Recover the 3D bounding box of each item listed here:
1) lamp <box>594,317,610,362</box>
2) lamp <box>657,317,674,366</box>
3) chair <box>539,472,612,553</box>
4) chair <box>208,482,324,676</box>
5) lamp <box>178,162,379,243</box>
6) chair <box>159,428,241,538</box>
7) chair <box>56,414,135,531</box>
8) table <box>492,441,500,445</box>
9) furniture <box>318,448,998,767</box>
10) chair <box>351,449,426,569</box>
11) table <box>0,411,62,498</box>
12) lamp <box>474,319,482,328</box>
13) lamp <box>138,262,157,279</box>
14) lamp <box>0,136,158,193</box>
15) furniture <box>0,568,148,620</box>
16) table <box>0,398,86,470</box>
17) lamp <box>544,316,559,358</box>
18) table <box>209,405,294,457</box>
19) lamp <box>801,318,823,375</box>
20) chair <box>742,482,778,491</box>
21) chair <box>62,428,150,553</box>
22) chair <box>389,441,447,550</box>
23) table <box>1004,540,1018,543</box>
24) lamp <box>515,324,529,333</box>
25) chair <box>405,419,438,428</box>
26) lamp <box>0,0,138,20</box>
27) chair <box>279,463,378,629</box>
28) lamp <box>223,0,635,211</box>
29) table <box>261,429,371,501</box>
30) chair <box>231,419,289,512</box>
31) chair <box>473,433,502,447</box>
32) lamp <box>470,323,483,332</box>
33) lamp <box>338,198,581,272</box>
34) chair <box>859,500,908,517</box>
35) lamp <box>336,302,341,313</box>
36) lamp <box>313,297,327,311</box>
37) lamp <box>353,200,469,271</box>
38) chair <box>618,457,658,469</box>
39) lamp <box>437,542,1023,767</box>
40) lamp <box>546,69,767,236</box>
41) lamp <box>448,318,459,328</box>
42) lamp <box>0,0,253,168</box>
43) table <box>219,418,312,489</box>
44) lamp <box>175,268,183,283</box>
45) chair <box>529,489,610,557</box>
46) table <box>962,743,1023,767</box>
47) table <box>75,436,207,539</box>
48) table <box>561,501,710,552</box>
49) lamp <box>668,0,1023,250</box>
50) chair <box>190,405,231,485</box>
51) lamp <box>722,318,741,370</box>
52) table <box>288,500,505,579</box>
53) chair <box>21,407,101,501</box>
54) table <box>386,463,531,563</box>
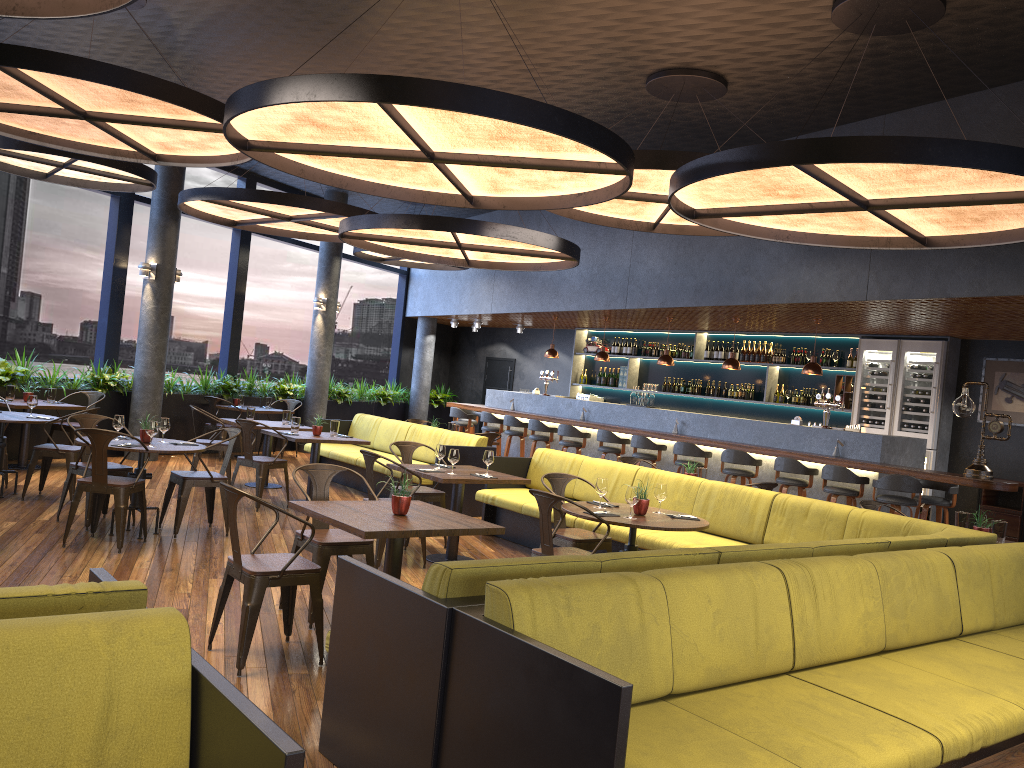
[{"bbox_3d":[1.412,-0.689,13.603,0.250,0.673,0.250,6,0,-6],"label":"lamp"},{"bbox_3d":[2.211,-0.605,12.583,0.250,0.673,0.250,6,0,-6],"label":"lamp"},{"bbox_3d":[0.457,1.151,6.589,0.504,0.917,0.541,6,0,-38],"label":"chair"},{"bbox_3d":[-1.283,0.979,4.640,0.541,0.917,0.504,6,0,-38],"label":"chair"},{"bbox_3d":[-2.857,-2.679,11.648,2.778,1.159,2.778,6,0,-3],"label":"lamp"},{"bbox_3d":[-2.675,0.828,7.676,0.541,0.917,0.504,6,0,-38],"label":"chair"},{"bbox_3d":[-3.548,0.739,7.612,0.541,0.917,0.504,6,0,33],"label":"chair"},{"bbox_3d":[-0.825,1.084,11.736,0.906,0.763,0.887,6,0,-38],"label":"table"},{"bbox_3d":[1.059,1.221,5.160,4.895,0.914,7.462,6,0,-43],"label":"furniture"},{"bbox_3d":[-0.994,1.001,7.176,0.541,0.917,0.504,6,0,-38],"label":"chair"},{"bbox_3d":[-4.906,0.676,8.480,1.007,0.760,1.007,6,0,-45],"label":"table"},{"bbox_3d":[-0.660,-1.174,17.196,0.228,0.172,0.228,6,0,-38],"label":"lamp"},{"bbox_3d":[-4.930,-1.529,11.906,0.215,0.215,0.189,6,0,19],"label":"lamp"},{"bbox_3d":[-5.061,-2.960,10.113,1.979,1.093,1.979,6,0,15],"label":"lamp"},{"bbox_3d":[-3.649,0.745,3.143,3.372,0.914,4.503,6,0,-38],"label":"furniture"},{"bbox_3d":[-5.700,0.590,10.353,0.887,0.763,0.906,6,0,26],"label":"table"},{"bbox_3d":[0.678,-0.767,14.540,0.250,0.673,0.250,6,0,39],"label":"lamp"},{"bbox_3d":[-4.036,0.750,13.672,0.887,0.763,0.906,6,0,26],"label":"table"},{"bbox_3d":[3.664,-0.450,10.727,0.250,0.673,0.250,6,0,-6],"label":"lamp"},{"bbox_3d":[2.094,1.314,8.101,0.504,0.917,0.541,6,0,-38],"label":"chair"},{"bbox_3d":[-3.098,0.787,6.821,0.504,0.917,0.541,6,0,1],"label":"chair"},{"bbox_3d":[-0.886,1.009,8.151,0.504,0.917,0.541,6,0,-38],"label":"chair"},{"bbox_3d":[3.347,1.527,6.457,0.887,0.763,0.906,6,0,-38],"label":"table"},{"bbox_3d":[0.161,-1.091,17.458,0.228,0.172,0.228,6,0,-38],"label":"lamp"},{"bbox_3d":[-1.232,0.961,12.203,0.504,0.917,0.541,6,0,-38],"label":"chair"},{"bbox_3d":[-2.901,-2.659,3.649,2.778,1.159,2.778,6,0,42],"label":"lamp"},{"bbox_3d":[-1.137,0.991,5.579,0.504,0.917,0.541,6,0,-38],"label":"chair"},{"bbox_3d":[-0.481,-2.241,6.162,2.778,1.475,2.778,6,0,11],"label":"lamp"},{"bbox_3d":[-2.214,0.948,9.818,0.887,0.763,0.906,6,0,-38],"label":"table"},{"bbox_3d":[-2.634,0.827,9.258,0.504,0.917,0.541,6,0,29],"label":"chair"},{"bbox_3d":[-0.455,1.044,11.210,0.504,0.917,0.541,6,0,-38],"label":"chair"},{"bbox_3d":[-0.769,-1.190,18.645,0.228,0.172,0.228,6,0,-38],"label":"lamp"},{"bbox_3d":[-0.529,-2.259,10.268,2.778,1.475,2.778,6,0,16],"label":"lamp"},{"bbox_3d":[2.977,1.408,6.950,0.504,0.917,0.541,6,0,-38],"label":"chair"},{"bbox_3d":[-3.104,-1.353,15.616,0.215,0.215,0.189,6,0,31],"label":"lamp"},{"bbox_3d":[-3.298,-1.372,15.087,0.215,0.215,0.189,6,0,13],"label":"lamp"},{"bbox_3d":[-1.646,-2.626,15.048,1.979,1.093,1.979,6,0,15],"label":"lamp"},{"bbox_3d":[1.329,1.233,9.079,0.504,0.917,0.541,6,0,-38],"label":"chair"},{"bbox_3d":[4.325,0.652,4.605,9.057,2.714,3.017,6,0,-38],"label":"lamp"},{"bbox_3d":[1.565,-2.217,8.248,2.778,1.159,2.778,6,0,12],"label":"lamp"},{"bbox_3d":[-1.160,-1.227,17.862,0.228,0.172,0.228,6,0,-38],"label":"lamp"},{"bbox_3d":[-3.477,-2.730,7.335,2.778,1.159,2.778,6,0,29],"label":"lamp"},{"bbox_3d":[-3.012,0.863,10.836,0.906,0.763,0.887,6,0,-38],"label":"table"},{"bbox_3d":[-4.715,-1.508,12.426,0.215,0.215,0.189,6,0,27],"label":"lamp"},{"bbox_3d":[0.347,1.143,5.713,0.541,0.917,0.504,6,0,-38],"label":"chair"},{"bbox_3d":[1.638,1.365,2.046,0.906,0.763,0.887,6,0,-38],"label":"table"},{"bbox_3d":[-3.094,0.865,7.346,1.007,0.760,1.007,6,0,39],"label":"table"},{"bbox_3d":[0.804,1.267,6.085,1.007,0.760,1.007,6,0,-1],"label":"table"},{"bbox_3d":[2.579,-1.929,6.263,2.778,1.475,2.778,6,0,-34],"label":"lamp"},{"bbox_3d":[-3.575,0.727,10.497,0.541,0.917,0.504,6,0,-20],"label":"chair"},{"bbox_3d":[2.921,-0.529,11.677,0.250,0.673,0.250,6,0,-6],"label":"lamp"},{"bbox_3d":[-0.701,1.117,5.035,0.887,0.763,0.906,6,0,-38],"label":"table"},{"bbox_3d":[-4.315,0.657,8.554,0.541,0.917,0.504,6,0,-8],"label":"chair"},{"bbox_3d":[-0.501,1.130,7.606,0.906,0.763,0.887,6,0,-38],"label":"table"}]
